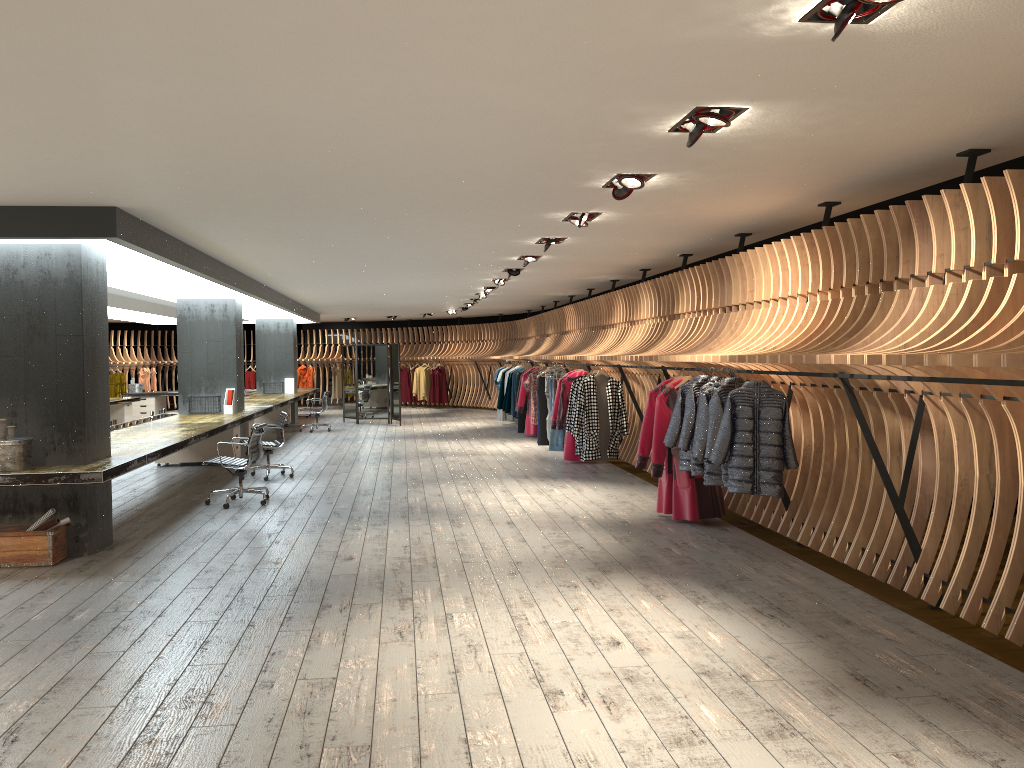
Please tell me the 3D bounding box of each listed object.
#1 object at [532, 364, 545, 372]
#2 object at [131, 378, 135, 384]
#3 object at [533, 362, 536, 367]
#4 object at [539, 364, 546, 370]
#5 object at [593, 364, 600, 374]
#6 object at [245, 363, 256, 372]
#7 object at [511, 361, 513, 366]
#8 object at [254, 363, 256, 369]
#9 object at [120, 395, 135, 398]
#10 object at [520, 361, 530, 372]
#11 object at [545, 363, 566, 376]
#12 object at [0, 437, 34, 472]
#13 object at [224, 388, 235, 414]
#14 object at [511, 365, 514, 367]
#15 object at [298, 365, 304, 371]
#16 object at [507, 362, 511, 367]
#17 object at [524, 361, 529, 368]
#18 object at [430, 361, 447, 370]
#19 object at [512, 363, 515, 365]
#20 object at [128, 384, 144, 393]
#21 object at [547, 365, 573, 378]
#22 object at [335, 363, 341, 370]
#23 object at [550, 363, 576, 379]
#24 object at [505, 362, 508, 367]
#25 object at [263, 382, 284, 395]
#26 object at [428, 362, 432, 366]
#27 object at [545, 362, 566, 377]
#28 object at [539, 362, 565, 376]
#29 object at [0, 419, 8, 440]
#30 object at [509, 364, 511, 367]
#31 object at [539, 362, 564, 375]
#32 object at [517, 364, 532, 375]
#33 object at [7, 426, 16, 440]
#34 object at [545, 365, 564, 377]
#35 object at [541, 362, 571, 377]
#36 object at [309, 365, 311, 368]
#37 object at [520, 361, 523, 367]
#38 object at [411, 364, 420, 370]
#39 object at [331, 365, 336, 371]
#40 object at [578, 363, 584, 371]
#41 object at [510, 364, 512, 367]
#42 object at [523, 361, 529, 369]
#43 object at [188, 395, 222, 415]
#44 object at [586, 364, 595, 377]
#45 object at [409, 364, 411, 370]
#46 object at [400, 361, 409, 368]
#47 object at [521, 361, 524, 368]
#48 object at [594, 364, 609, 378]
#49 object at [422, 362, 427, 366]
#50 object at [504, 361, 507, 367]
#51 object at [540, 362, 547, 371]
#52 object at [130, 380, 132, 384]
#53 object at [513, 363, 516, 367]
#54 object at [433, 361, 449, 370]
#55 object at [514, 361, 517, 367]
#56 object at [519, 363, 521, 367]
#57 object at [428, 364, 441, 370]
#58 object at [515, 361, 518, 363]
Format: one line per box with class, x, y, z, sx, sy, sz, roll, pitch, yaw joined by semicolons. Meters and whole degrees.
object;0.510;-0.295;17.008;0.525;0.270;0.012;-1;1;3
object;-9.766;-0.059;23.063;0.262;0.204;0.088;-1;1;-9
object;0.458;-0.302;17.249;0.525;0.270;0.012;-1;1;-7
object;0.569;-0.275;16.362;0.525;0.270;0.012;-1;1;-7
object;1.133;-0.132;11.809;0.525;0.270;0.012;-1;1;-7
object;-8.330;-0.522;28.220;0.525;0.270;0.012;0;1;38
object;0.037;-0.399;20.752;0.524;0.285;0.013;-1;1;-12
object;-8.167;-0.526;28.254;0.012;0.270;0.525;-2;2;-37
object;-8.686;0.283;20.020;0.302;0.074;0.217;-1;2;-13
object;0.348;-0.330;18.211;0.525;0.270;0.012;0;1;18
object;0.769;-0.237;14.758;0.549;0.243;0.023;-2;1;-36
object;-4.042;0.555;6.951;0.498;0.239;0.303;-1;1;-7
object;-4.377;0.266;13.736;0.129;0.383;0.240;-1;1;-7
object;0.043;-0.390;20.464;0.524;0.284;0.014;-1;1;3
object;-6.690;-0.552;28.406;0.012;0.270;0.525;-1;2;23
object;-0.041;-0.408;21.043;0.523;0.288;0.015;-1;1;3
object;0.305;-0.341;18.506;0.525;0.270;0.012;-1;1;3
object;-2.184;-0.560;26.559;0.525;0.270;0.012;-1;1;-7
object;0.037;-0.406;20.636;0.525;0.270;0.012;-2;1;-22
object;-9.808;0.119;23.115;0.303;0.239;0.498;-1;2;-7
object;0.827;-0.226;14.318;0.549;0.243;0.023;-1;1;-6
object;-5.539;-0.564;28.304;0.012;0.270;0.525;-1;2;13
object;0.880;-0.212;14.132;0.547;0.262;0.023;-1;1;-6
object;-0.096;-0.435;21.654;0.525;0.270;0.012;-1;1;8
object;-5.641;0.101;20.982;0.459;0.289;0.330;-1;1;-4
object;-2.489;-0.568;26.819;0.012;0.270;0.525;0;2;33
object;0.738;-0.248;15.022;0.023;0.243;0.549;0;2;44
object;0.725;-0.247;15.129;0.549;0.250;0.023;-1;1;-6
object;-3.995;0.374;6.992;0.088;0.204;0.262;-1;1;-9
object;0.000;-0.412;20.940;0.525;0.270;0.012;-1;1;-2
object;0.713;-0.255;15.225;0.549;0.243;0.023;0;1;29
object;0.361;-0.324;18.031;0.525;0.270;0.012;-1;1;-2
object;-3.897;0.382;6.900;0.062;0.109;0.062;-2;1;-37
object;0.804;-0.227;14.641;0.548;0.256;0.023;0;1;18
object;0.762;-0.242;14.865;0.549;0.243;0.023;-1;1;-1
object;-6.462;-0.556;28.399;0.012;0.270;0.525;-1;2;-27
object;0.228;-0.358;19.140;0.525;0.270;0.012;-1;1;-2
object;-2.890;-0.569;27.159;0.525;0.270;0.012;-2;2;-42
object;-5.670;-0.562;28.305;0.012;0.270;0.525;-1;2;8
object;0.996;-0.164;12.863;0.525;0.270;0.012;0;1;23
object;0.034;-0.404;20.857;0.523;0.290;0.013;-1;1;-12
object;0.281;-0.349;18.830;0.525;0.270;0.012;-1;1;-7
object;-4.722;0.326;13.637;0.459;0.289;0.330;-1;1;-9
object;1.121;-0.143;12.135;0.525;0.270;0.012;-1;1;13
object;-3.150;-0.570;27.326;0.012;0.270;0.525;-1;2;-12
object;-3.380;-0.571;27.464;0.525;0.270;0.012;-1;1;-7
object;0.249;-0.354;18.938;0.525;0.270;0.012;-1;1;-7
object;1.174;-0.127;11.632;0.525;0.270;0.012;-1;1;-17
object;-2.653;-0.570;26.969;0.525;0.270;0.012;-1;1;-7
object;-0.120;-0.439;21.789;0.525;0.270;0.012;-1;1;-17
object;0.589;-0.262;16.150;0.524;0.286;0.015;-2;1;-22
object;-9.858;-0.048;22.965;0.062;0.109;0.062;-2;1;-41
object;0.087;-0.390;20.283;0.525;0.270;0.012;-1;1;-7
object;-2.117;-0.559;26.484;0.525;0.270;0.012;-2;1;-32
object;0.111;-0.384;20.074;0.525;0.270;0.012;-1;1;-2
object;0.190;-0.373;19.472;0.525;0.270;0.012;-1;1;-7
object;-2.304;-0.562;26.666;0.525;0.270;0.012;-2;1;-32
object;0.109;-0.388;20.203;0.525;0.270;0.012;-1;1;-7
